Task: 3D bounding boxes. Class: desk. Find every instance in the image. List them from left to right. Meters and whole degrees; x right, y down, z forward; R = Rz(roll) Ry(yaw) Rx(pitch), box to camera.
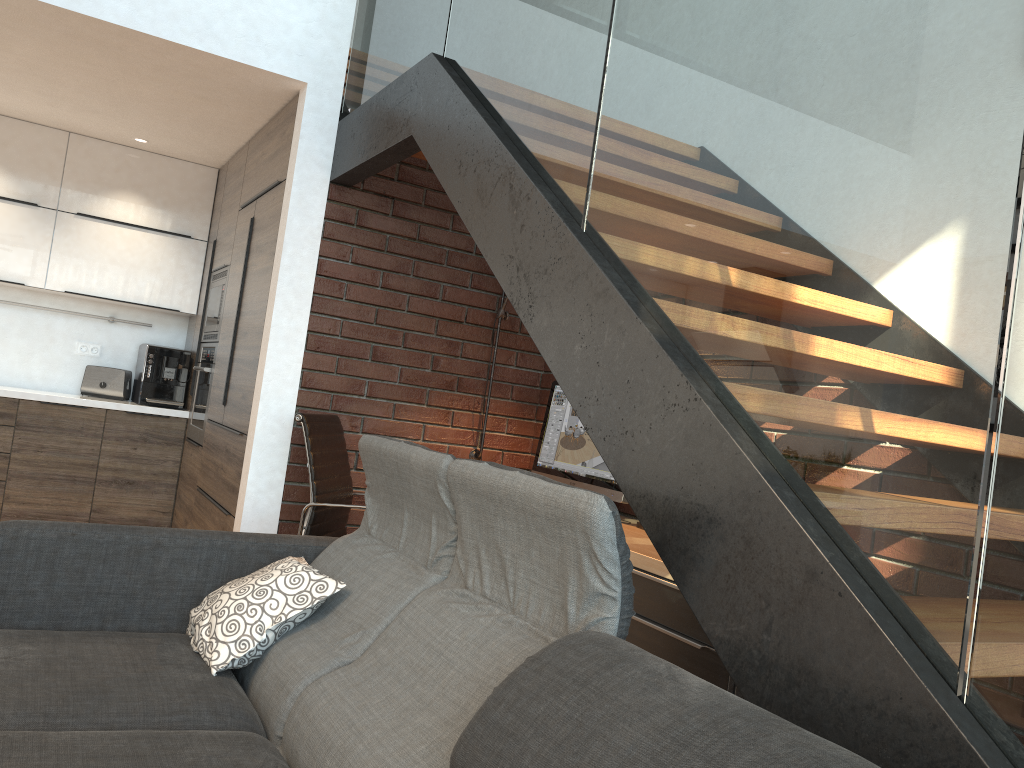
[{"bbox_3d":[0.263,0.886,3.302,0.610,0.750,2.182,9,-2,-28],"label":"desk"}]

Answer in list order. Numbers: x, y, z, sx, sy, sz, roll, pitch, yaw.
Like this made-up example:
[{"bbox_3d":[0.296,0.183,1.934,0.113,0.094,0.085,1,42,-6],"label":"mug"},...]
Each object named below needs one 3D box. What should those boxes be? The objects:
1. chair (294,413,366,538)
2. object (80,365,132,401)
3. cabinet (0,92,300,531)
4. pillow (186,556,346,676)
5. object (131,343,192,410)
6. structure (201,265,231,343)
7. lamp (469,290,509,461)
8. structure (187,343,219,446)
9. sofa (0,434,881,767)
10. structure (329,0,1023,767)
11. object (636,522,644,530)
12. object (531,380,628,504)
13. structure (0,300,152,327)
[{"bbox_3d":[-0.597,0.654,3.676,0.700,0.991,0.651,8,-2,6],"label":"chair"},{"bbox_3d":[-2.545,-0.008,5.574,0.260,0.195,0.177,8,-2,-8],"label":"object"},{"bbox_3d":[-3.100,-0.396,4.046,3.495,2.401,2.401,9,-2,-28],"label":"cabinet"},{"bbox_3d":[-0.148,0.575,1.292,0.386,0.364,2.734,9,-2,-24],"label":"pillow"},{"bbox_3d":[-2.202,-0.050,5.587,0.274,0.378,0.532,9,-2,-28],"label":"object"},{"bbox_3d":[-1.514,-0.416,5.216,0.459,0.430,0.595,9,-2,-28],"label":"structure"},{"bbox_3d":[0.112,0.252,3.903,0.462,2.003,1.054,10,-3,-45],"label":"lamp"},{"bbox_3d":[-1.599,0.076,5.190,0.495,0.570,0.595,9,-2,-28],"label":"structure"},{"bbox_3d":[-0.630,0.553,0.912,2.108,0.995,3.169,9,-2,-28],"label":"sofa"},{"bbox_3d":[0.333,-0.250,2.983,1.289,3.460,5.660,9,-2,-28],"label":"structure"},{"bbox_3d":[0.581,0.468,3.220,0.149,0.160,0.252,9,-2,-19],"label":"object"},{"bbox_3d":[0.225,0.245,3.684,0.431,0.535,0.716,9,-2,-28],"label":"object"},{"bbox_3d":[-3.653,-0.588,5.071,3.000,0.045,0.050,9,-2,-28],"label":"structure"}]
